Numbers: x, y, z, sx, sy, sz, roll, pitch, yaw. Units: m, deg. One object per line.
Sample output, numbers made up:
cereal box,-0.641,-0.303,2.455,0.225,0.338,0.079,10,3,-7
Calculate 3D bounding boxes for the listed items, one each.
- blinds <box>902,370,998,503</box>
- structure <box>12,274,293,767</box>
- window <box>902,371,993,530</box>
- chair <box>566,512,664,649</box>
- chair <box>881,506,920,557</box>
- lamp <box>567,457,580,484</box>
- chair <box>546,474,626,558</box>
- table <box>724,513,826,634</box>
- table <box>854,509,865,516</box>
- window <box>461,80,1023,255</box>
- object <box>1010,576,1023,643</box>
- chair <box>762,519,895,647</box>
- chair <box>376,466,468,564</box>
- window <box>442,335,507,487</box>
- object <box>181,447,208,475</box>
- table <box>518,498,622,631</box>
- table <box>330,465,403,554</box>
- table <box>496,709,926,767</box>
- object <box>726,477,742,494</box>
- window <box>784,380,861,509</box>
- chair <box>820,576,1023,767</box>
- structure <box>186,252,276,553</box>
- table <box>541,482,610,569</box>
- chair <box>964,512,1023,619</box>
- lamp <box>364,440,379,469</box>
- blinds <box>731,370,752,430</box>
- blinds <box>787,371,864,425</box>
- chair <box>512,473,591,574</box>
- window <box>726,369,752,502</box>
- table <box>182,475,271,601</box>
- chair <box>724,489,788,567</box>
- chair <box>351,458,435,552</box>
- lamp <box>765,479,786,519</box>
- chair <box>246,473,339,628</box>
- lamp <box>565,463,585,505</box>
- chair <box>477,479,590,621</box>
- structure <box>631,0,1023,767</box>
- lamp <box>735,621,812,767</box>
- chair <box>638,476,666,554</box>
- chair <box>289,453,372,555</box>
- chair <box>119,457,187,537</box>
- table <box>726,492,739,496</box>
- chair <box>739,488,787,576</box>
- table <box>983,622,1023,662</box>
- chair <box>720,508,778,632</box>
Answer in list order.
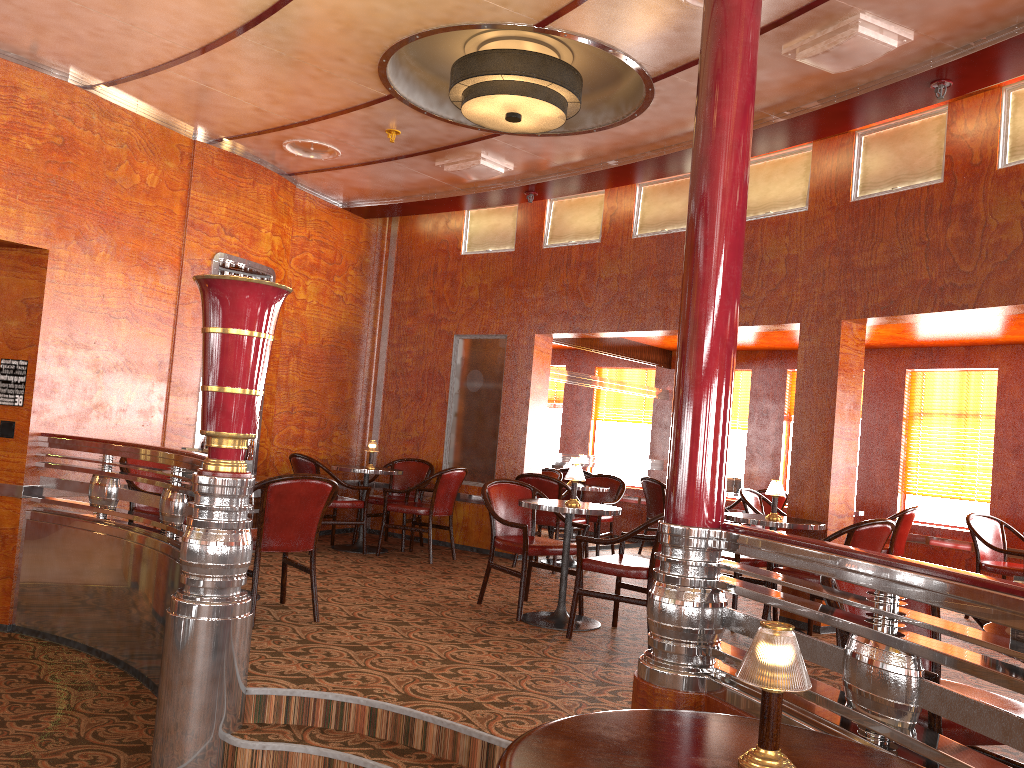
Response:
blinds,3.953,0.459,8.018,0.050,1.173,0.803,7,-3,-37
structure,-1.937,0.607,4.699,0.624,2.023,3.168,7,-4,-38
window,3.979,0.587,8.039,0.040,1.419,0.820,7,-3,-37
chair,0.739,1.061,5.049,0.615,0.816,0.588,3,-4,37
chair,3.107,1.411,7.539,0.615,0.816,0.588,3,-4,37
lamp,0.564,0.789,8.079,0.130,0.250,0.130,7,-3,-31
chair,0.739,1.264,8.434,0.587,0.816,0.616,3,-3,32
table,1.664,1.228,5.723,0.639,0.720,0.640,2,-4,41
table,2.724,1.441,7.773,0.639,0.720,0.640,4,-3,23
window,2.528,-1.560,3.567,1.957,0.480,11.950,6,-4,-21
object,1.289,0.535,2.029,0.195,0.156,0.169,6,-3,-18
chair,1.912,1.175,5.288,0.588,0.816,0.615,7,-4,-38
chair,-0.730,1.090,7.621,0.615,0.816,0.588,3,-3,27
window,-0.278,0.256,8.547,0.806,1.439,0.257,3,-3,37
object,-1.842,0.463,5.277,0.195,0.156,0.169,4,-3,7
table,0.326,1.098,5.448,0.639,0.720,0.640,2,-4,41
table,-1.314,1.102,7.845,0.639,0.720,0.640,2,-4,41
table,0.354,1.141,1.437,0.850,0.959,0.850,5,-3,-8
object,2.262,1.044,9.147,0.169,0.156,0.195,5,-3,4
window,3.177,0.576,9.009,0.040,1.419,0.820,7,-4,-42
chair,1.247,0.961,2.661,0.588,0.816,0.615,6,-3,-18
structure,-2.239,0.162,7.171,0.557,2.353,0.812,3,-3,33
table,0.538,1.271,8.038,0.639,0.720,0.640,2,-4,41
chair,3.817,1.428,6.801,0.588,0.816,0.615,6,-3,-28
lamp,-1.246,0.622,7.868,0.130,0.250,0.130,7,-3,-31
blinds,2.290,0.172,9.884,0.803,0.661,0.050,2,-4,42
blinds,3.181,0.133,8.999,0.057,0.539,0.803,7,-4,-42
chair,0.318,1.180,7.642,0.587,0.816,0.616,3,-3,32
window,2.277,0.552,9.888,0.838,1.435,0.151,2,-4,42
table,-1.735,0.915,5.331,0.639,0.720,0.640,2,-4,41
chair,2.401,1.429,8.834,0.588,0.816,0.615,6,-3,-21
chair,-1.071,1.101,8.289,0.587,0.816,0.616,4,-3,22
lamp,1.708,0.747,5.754,0.130,0.250,0.130,6,-3,-22
chair,-1.316,0.877,4.903,0.588,0.816,0.615,8,-4,-43
lamp,0.385,0.616,5.452,0.130,0.250,0.130,7,-3,-31
chair,0.096,1.048,5.760,0.588,0.816,0.615,7,-4,-38
structure,1.188,-0.132,1.177,0.549,3.603,4.355,6,-3,-14
lamp,0.460,0.550,1.567,0.130,0.250,0.130,4,-3,23
chair,1.615,1.380,9.141,0.615,0.816,0.588,6,-3,-21
chair,-1.608,1.012,7.564,0.616,0.816,0.587,8,-4,-43
chair,-2.221,0.850,5.733,0.615,0.816,0.588,3,-3,32
table,2.032,1.476,9.335,0.640,0.720,0.640,5,-3,-8
chair,2.354,1.377,8.032,0.615,0.816,0.588,3,-4,37
table,1.451,0.993,2.092,0.640,0.720,0.640,6,-3,-17
chair,1.415,1.175,5.996,0.588,0.816,0.615,8,-4,-43
